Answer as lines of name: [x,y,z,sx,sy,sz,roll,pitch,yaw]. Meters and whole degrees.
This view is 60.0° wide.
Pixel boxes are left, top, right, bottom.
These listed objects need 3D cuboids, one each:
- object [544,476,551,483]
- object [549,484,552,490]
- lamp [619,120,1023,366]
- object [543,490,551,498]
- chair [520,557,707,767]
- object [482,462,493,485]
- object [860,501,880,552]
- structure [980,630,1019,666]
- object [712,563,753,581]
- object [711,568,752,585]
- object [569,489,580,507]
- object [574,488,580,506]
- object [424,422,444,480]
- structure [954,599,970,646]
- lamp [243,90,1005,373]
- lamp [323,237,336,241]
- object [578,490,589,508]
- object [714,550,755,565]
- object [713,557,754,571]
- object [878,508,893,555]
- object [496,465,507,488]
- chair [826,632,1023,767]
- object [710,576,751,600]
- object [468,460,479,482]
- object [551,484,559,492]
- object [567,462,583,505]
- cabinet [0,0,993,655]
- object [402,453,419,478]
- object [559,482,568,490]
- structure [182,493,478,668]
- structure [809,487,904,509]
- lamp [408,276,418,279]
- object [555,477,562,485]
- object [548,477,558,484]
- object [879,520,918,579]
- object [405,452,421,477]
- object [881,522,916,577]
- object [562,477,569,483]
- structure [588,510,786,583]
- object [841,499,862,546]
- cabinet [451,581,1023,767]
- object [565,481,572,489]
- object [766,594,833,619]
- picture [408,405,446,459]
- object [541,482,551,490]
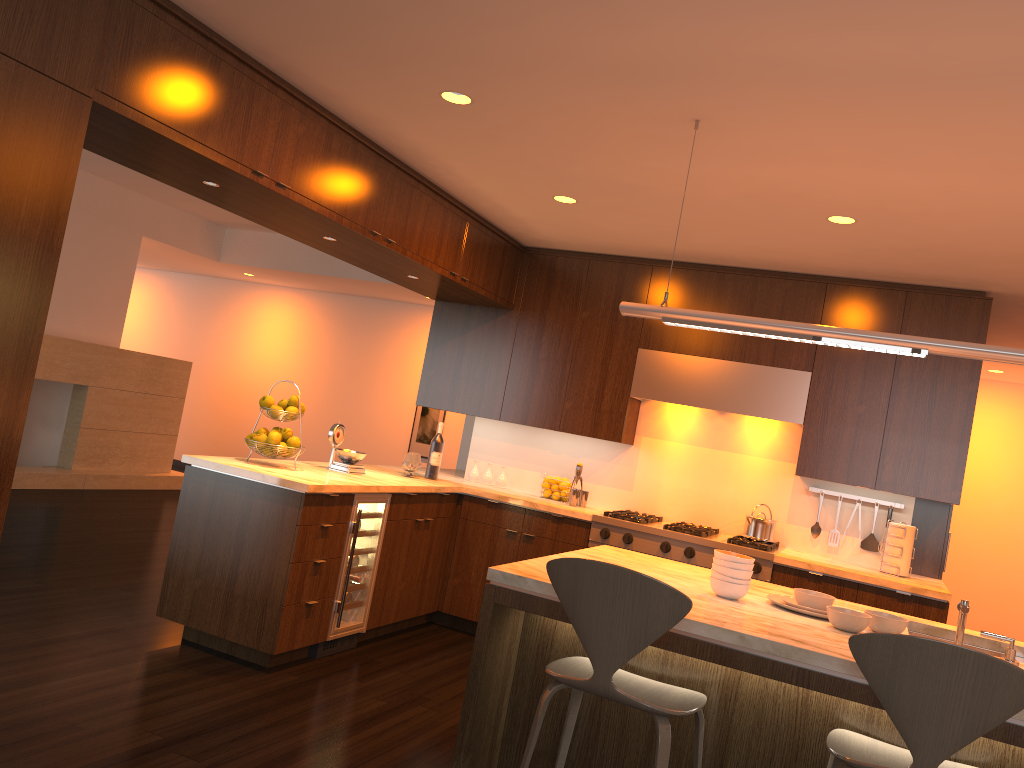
object: [0.243,0.649,5.990,0.057,0.060,0.052,8,-4,44]
object: [0.271,0.693,6.000,0.064,0.053,0.051,12,-3,-31]
lamp: [1.598,-0.437,2.837,2.465,0.765,0.120,9,-3,23]
object: [0.238,0.744,6.009,0.061,0.053,0.053,10,-3,9]
chair: [0.284,1.024,2.552,0.520,1.047,0.506,9,-3,28]
object: [-0.168,0.631,6.239,0.079,0.154,0.079,10,-3,6]
object: [2.174,0.856,5.332,0.112,0.303,0.036,9,-3,23]
structure: [1.696,0.721,2.737,0.321,0.341,0.310,12,-3,-29]
object: [0.751,0.656,3.037,0.140,0.062,0.139,9,-3,23]
object: [0.747,0.677,3.037,0.140,0.068,0.139,10,-3,6]
object: [0.402,0.738,5.747,0.060,0.106,0.060,12,-3,-35]
object: [0.422,0.747,5.864,0.060,0.106,0.060,12,-3,-35]
object: [-0.496,0.437,5.812,0.095,0.378,0.094,13,-3,-41]
structure: [1.423,0.765,2.808,0.050,0.161,0.067,9,-3,23]
lamp: [-3.971,-1.697,8.220,16.431,0.171,5.868,9,-3,23]
lamp: [-0.940,-0.751,4.578,0.068,0.004,0.068,10,-3,4]
object: [0.467,0.753,5.804,0.060,0.106,0.060,12,-3,-35]
object: [0.758,0.613,3.040,0.140,0.062,0.139,9,-3,32]
object: [0.754,0.634,3.038,0.140,0.064,0.139,11,-3,-3]
object: [2.235,0.880,5.286,0.063,0.281,0.063,10,-3,1]
object: [-0.068,0.648,6.194,0.079,0.154,0.079,10,-3,6]
chair: [1.019,1.147,2.279,0.520,1.047,0.506,9,-3,23]
object: [0.742,0.701,3.036,0.140,0.059,0.139,10,-3,15]
object: [-0.265,0.615,6.283,0.079,0.154,0.079,10,-3,6]
object: [0.288,0.697,5.946,0.052,0.053,0.062,9,-3,28]
object: [0.409,0.648,5.762,0.101,0.288,0.088,12,-3,-37]
cabinet: [1.128,0.241,3.764,5.521,2.997,7.728,9,-3,23]
object: [-0.645,0.517,5.635,0.112,0.151,0.112,8,-3,41]
object: [0.344,0.685,5.939,0.061,0.052,0.053,11,-3,-21]
structure: [0.535,1.285,5.233,3.400,0.862,3.060,9,-3,23]
structure: [2.084,0.689,5.380,0.541,0.031,0.048,9,-3,27]
lamp: [-0.602,-0.651,5.397,0.068,0.004,0.068,10,-3,4]
object: [0.312,0.655,5.996,0.051,0.053,0.063,12,-3,-32]
object: [0.276,0.649,5.948,0.063,0.051,0.053,10,-3,14]
object: [2.201,0.939,5.063,0.168,0.304,0.160,12,-3,-23]
object: [-0.649,0.523,5.789,0.112,0.151,0.112,8,-3,41]
object: [2.204,0.942,5.054,0.144,0.286,0.149,10,-3,5]
object: [0.361,0.668,6.052,0.050,0.060,0.059,12,-3,-34]
structure: [1.117,0.898,5.478,1.067,0.422,0.824,9,-3,23]
object: [2.069,0.830,5.361,0.114,0.271,0.008,9,-3,23]
cabinet: [1.312,1.310,2.779,2.713,0.876,1.281,9,-3,23]
object: [0.378,0.682,5.987,0.051,0.053,0.063,11,-3,-21]
object: [1.035,0.776,3.058,0.310,0.021,0.309,9,-3,23]
picture: [-0.962,0.286,10.553,0.398,1.200,0.012,9,-3,23]
object: [0.229,0.685,5.961,0.063,0.051,0.053,9,-3,25]
